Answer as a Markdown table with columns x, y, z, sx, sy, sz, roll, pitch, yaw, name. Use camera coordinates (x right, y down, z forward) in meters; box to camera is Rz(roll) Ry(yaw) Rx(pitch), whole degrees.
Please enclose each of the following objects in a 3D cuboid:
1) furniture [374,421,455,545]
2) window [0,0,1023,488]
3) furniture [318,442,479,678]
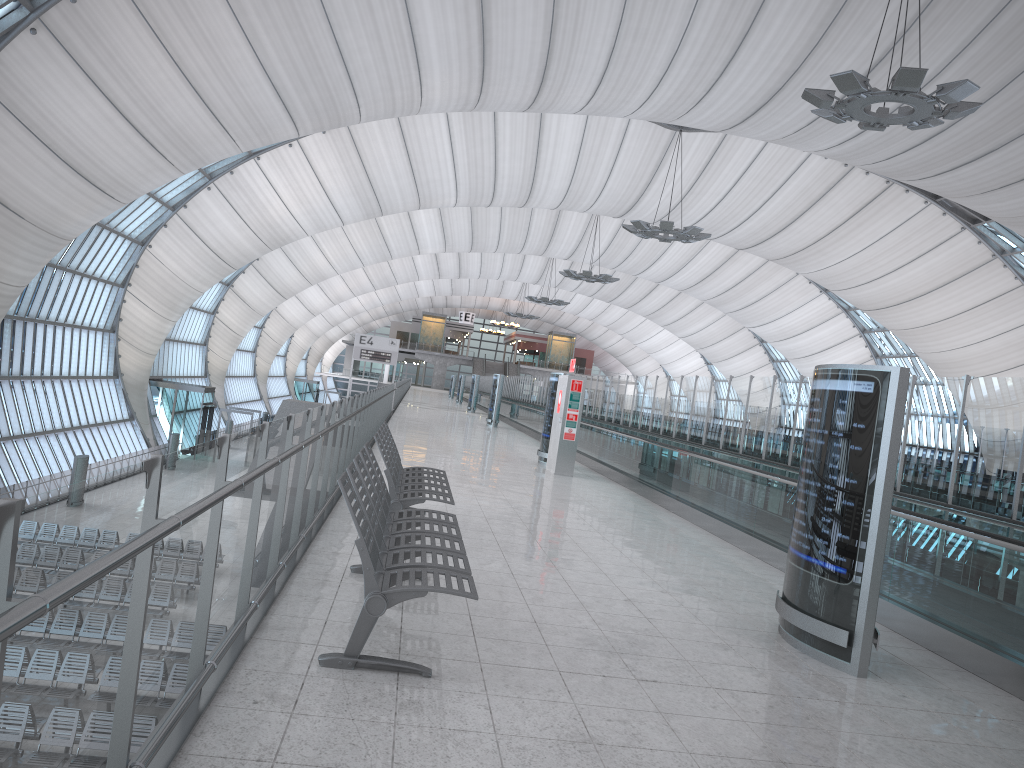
| x | y | z | sx | sy | sz | roll | pitch | yaw | name |
| --- | --- | --- | --- | --- | --- | --- | --- | --- | --- |
| -0.936 | 0.896 | 8.252 | 0.713 | 0.902 | 2.520 | 8 | 0 | -6 | furniture |
| 2.428 | -2.671 | 76.731 | 50.537 | 20.004 | 167.818 | 8 | 0 | -6 | window |
| -0.634 | 0.921 | 5.245 | 0.713 | 0.902 | 2.520 | 8 | 0 | -6 | furniture |
